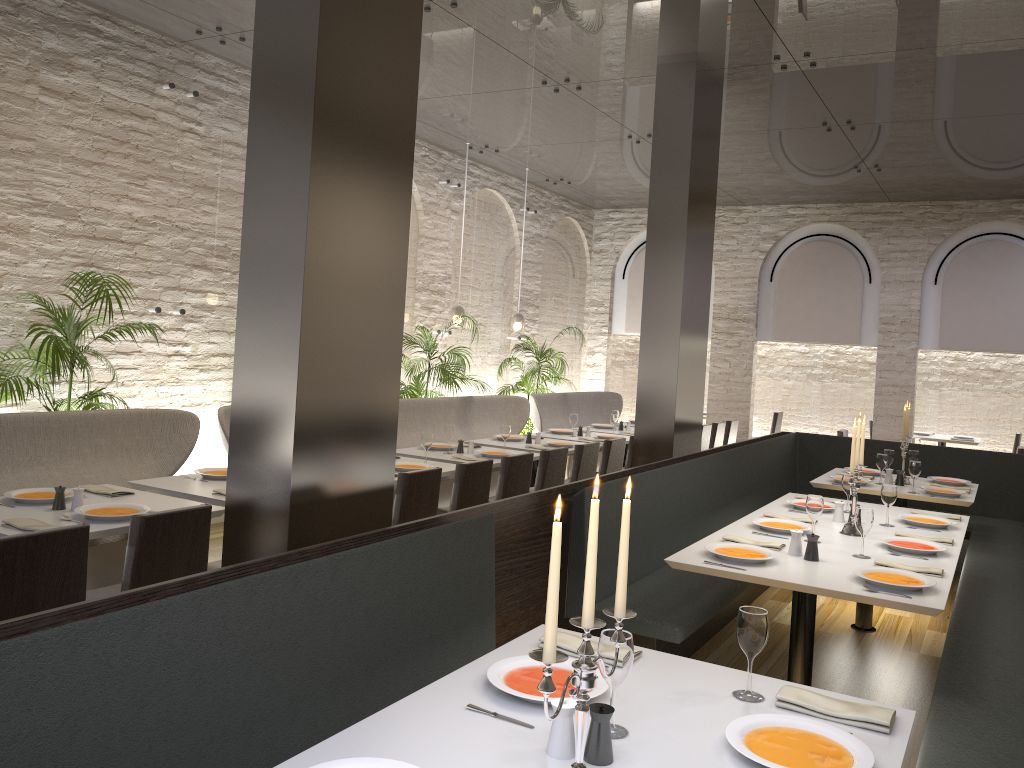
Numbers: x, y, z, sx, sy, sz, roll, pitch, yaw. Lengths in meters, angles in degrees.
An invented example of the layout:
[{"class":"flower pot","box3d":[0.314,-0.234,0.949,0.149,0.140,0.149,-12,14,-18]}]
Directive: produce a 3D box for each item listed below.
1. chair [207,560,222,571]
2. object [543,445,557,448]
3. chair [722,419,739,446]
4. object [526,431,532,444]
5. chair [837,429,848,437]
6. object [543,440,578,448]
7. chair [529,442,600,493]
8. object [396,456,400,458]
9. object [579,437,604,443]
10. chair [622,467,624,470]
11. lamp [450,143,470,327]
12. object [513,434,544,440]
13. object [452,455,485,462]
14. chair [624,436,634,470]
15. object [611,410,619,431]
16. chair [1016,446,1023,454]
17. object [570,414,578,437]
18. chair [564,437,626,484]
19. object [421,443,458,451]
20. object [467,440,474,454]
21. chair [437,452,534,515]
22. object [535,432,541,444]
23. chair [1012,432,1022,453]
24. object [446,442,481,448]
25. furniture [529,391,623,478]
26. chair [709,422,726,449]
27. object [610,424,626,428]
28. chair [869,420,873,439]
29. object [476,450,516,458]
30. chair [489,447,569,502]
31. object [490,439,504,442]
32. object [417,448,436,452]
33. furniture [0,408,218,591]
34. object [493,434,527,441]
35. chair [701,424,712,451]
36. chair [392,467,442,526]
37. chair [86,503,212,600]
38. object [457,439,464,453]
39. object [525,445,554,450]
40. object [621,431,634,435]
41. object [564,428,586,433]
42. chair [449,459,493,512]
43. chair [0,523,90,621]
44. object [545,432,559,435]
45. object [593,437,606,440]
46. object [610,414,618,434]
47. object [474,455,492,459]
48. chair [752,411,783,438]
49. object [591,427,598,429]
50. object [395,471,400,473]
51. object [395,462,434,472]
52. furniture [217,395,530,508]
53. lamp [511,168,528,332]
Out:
[{"class":"chair","box3d":[-1.309,0.935,4.215,0.566,0.906,0.411,4,1,29]},{"class":"object","box3d":[0.349,0.560,7.914,0.181,0.015,0.038,5,3,31]},{"class":"chair","box3d":[2.456,0.875,10.936,0.566,0.906,0.411,4,1,29]},{"class":"object","box3d":[0.158,0.491,8.158,0.059,0.109,0.059,4,1,21]},{"class":"chair","box3d":[4.002,1.004,10.119,0.566,0.906,0.411,4,1,29]},{"class":"object","box3d":[0.443,0.552,8.072,0.322,0.036,0.321,4,2,7]},{"class":"chair","box3d":[0.373,0.908,7.218,0.566,0.906,0.411,4,1,29]},{"class":"object","box3d":[-0.981,0.536,6.592,0.273,0.033,0.142,5,3,29]},{"class":"object","box3d":[0.812,0.553,8.734,0.273,0.033,0.142,5,3,29]},{"class":"chair","box3d":[1.212,0.894,8.714,0.566,0.906,0.411,4,1,29]},{"class":"lamp","box3d":[-0.548,-1.650,9.818,0.178,2.041,0.177,4,0,8]},{"class":"object","box3d":[0.159,0.517,8.626,0.273,0.033,0.142,5,3,29]},{"class":"object","box3d":[-0.306,0.571,6.738,0.273,0.033,0.142,5,3,29]},{"class":"chair","box3d":[0.939,0.899,8.228,0.566,0.906,0.411,4,1,29]},{"class":"object","box3d":[1.164,0.413,10.010,0.086,0.231,0.086,3,0,-31]},{"class":"chair","box3d":[5.143,1.102,9.477,0.566,0.906,0.411,4,1,29]},{"class":"object","box3d":[0.628,0.421,9.053,0.086,0.231,0.086,3,0,-31]},{"class":"chair","box3d":[0.651,0.903,7.714,0.566,0.906,0.411,4,1,29]},{"class":"object","box3d":[-0.596,0.521,7.315,0.322,0.036,0.321,4,2,7]},{"class":"object","box3d":[-0.330,0.505,7.142,0.059,0.109,0.059,4,1,21]},{"class":"chair","box3d":[-0.191,0.917,6.210,0.566,0.906,0.411,4,1,29]},{"class":"object","box3d":[0.242,0.496,8.163,0.059,0.109,0.059,4,1,21]},{"class":"chair","box3d":[6.458,1.081,11.824,0.566,0.906,0.411,4,1,29]},{"class":"object","box3d":[-0.413,0.526,7.605,0.273,0.033,0.142,5,3,29]},{"class":"furniture","box3d":[0.972,0.680,11.124,0.708,1.097,2.583,4,2,29]},{"class":"chair","box3d":[2.174,0.879,10.432,0.566,0.906,0.411,4,1,29]},{"class":"object","box3d":[1.244,0.500,10.563,0.273,0.033,0.142,5,3,29]},{"class":"chair","box3d":[5.316,0.983,12.466,0.566,0.906,0.411,4,1,29]},{"class":"object","box3d":[-0.129,0.561,7.050,0.322,0.036,0.321,4,2,7]},{"class":"chair","box3d":[0.084,0.913,6.702,0.566,0.906,0.411,4,1,29]},{"class":"object","box3d":[-0.118,0.523,8.179,0.185,0.010,0.017,5,2,29]},{"class":"object","box3d":[-0.690,0.532,7.157,0.185,0.010,0.017,5,2,29]},{"class":"furniture","box3d":[-3.092,0.745,3.871,0.709,1.097,4.473,4,2,29]},{"class":"object","box3d":[-0.023,0.512,8.336,0.322,0.036,0.321,4,2,7]},{"class":"chair","box3d":[1.900,0.883,9.943,0.566,0.906,0.411,4,1,29]},{"class":"chair","box3d":[-0.756,0.926,5.203,0.566,0.906,0.411,4,1,29]},{"class":"chair","box3d":[-1.599,0.939,3.697,0.566,0.906,0.411,4,1,29]},{"class":"object","box3d":[-0.414,0.500,7.137,0.059,0.109,0.059,4,1,21]},{"class":"object","box3d":[0.266,0.561,7.759,0.273,0.033,0.142,5,3,29]},{"class":"object","box3d":[1.351,0.544,9.696,0.273,0.033,0.142,5,3,29]},{"class":"object","box3d":[0.705,0.509,9.601,0.273,0.033,0.142,5,3,29]},{"class":"chair","box3d":[-0.465,0.921,5.721,0.566,0.906,0.411,4,1,29]},{"class":"chair","box3d":[-1.875,0.944,3.204,0.566,0.906,0.411,4,1,29]},{"class":"object","box3d":[0.429,0.514,9.154,0.185,0.010,0.017,5,2,29]},{"class":"object","box3d":[0.896,0.552,8.890,0.181,0.015,0.038,5,3,31]},{"class":"object","box3d":[1.071,0.437,9.324,0.086,0.231,0.086,3,0,-31]},{"class":"object","box3d":[-0.223,0.570,6.893,0.181,0.015,0.038,5,3,31]},{"class":"chair","box3d":[3.746,0.849,13.349,0.566,0.906,0.411,4,1,29]},{"class":"object","box3d":[0.968,0.506,10.116,0.185,0.010,0.017,5,2,29]},{"class":"object","box3d":[-0.791,0.579,5.880,0.181,0.015,0.038,5,3,31]},{"class":"object","box3d":[-0.696,0.570,6.038,0.322,0.036,0.321,4,2,12]},{"class":"furniture","box3d":[-0.825,0.708,7.918,0.709,1.097,4.473,4,2,29]},{"class":"lamp","box3d":[0.130,-1.661,11.028,0.178,2.041,0.177,4,0,8]}]
